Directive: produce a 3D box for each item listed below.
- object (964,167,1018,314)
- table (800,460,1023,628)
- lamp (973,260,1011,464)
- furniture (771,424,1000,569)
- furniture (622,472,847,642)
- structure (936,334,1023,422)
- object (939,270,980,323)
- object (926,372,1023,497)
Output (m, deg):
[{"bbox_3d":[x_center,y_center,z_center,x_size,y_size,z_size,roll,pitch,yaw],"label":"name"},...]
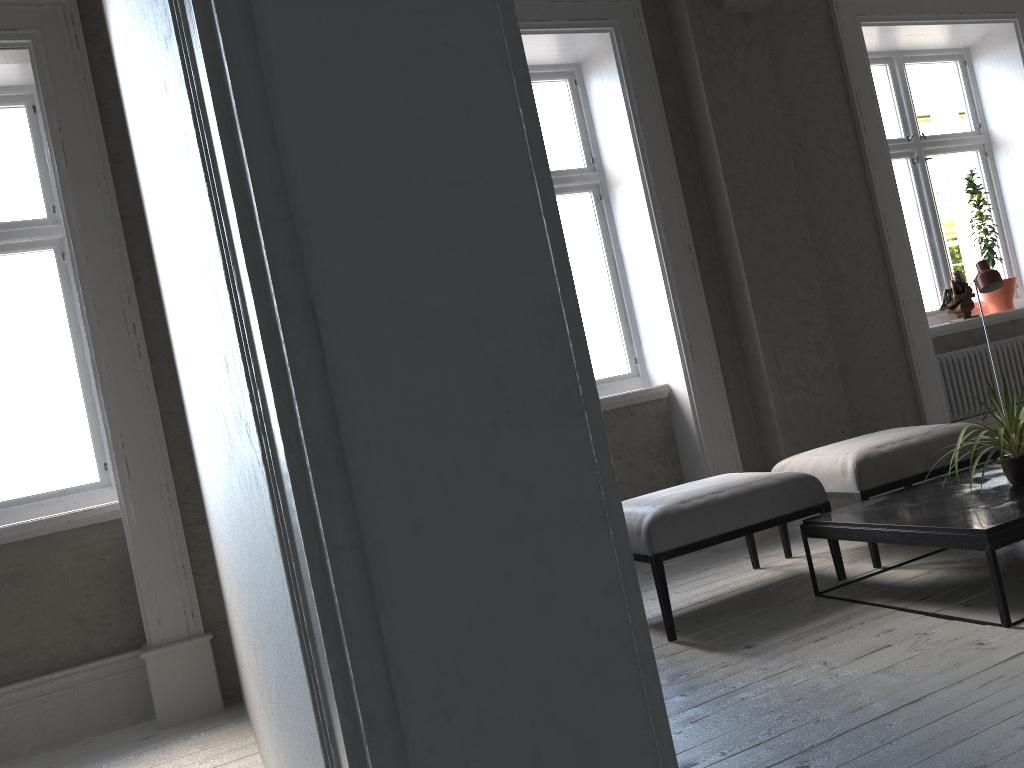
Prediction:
[{"bbox_3d":[3.177,-0.968,5.936,0.267,0.991,0.273,-12,-2,17],"label":"object"},{"bbox_3d":[1.868,0.504,3.241,1.330,0.303,0.836,-11,-2,-23],"label":"table"},{"bbox_3d":[1.991,-0.090,3.637,0.137,0.839,0.254,-12,-2,13],"label":"lamp"},{"bbox_3d":[1.693,0.467,3.999,0.840,0.476,0.574,-11,-2,-23],"label":"furniture"},{"bbox_3d":[0.793,0.646,3.601,0.840,0.476,0.574,-11,-2,-23],"label":"furniture"},{"bbox_3d":[3.123,-0.060,5.703,1.243,0.428,0.146,-11,-2,-25],"label":"structure"},{"bbox_3d":[2.888,-0.574,5.767,0.240,0.329,0.118,-11,-2,-22],"label":"object"},{"bbox_3d":[1.807,0.153,3.136,0.665,0.420,0.729,-12,-2,-4],"label":"object"}]
